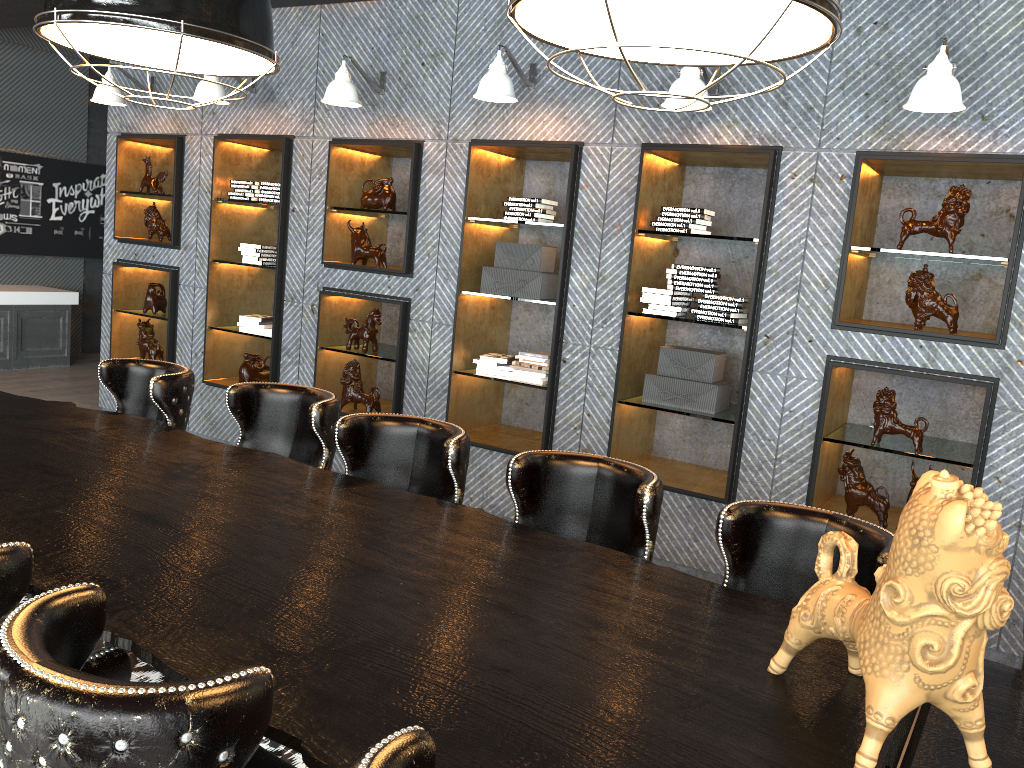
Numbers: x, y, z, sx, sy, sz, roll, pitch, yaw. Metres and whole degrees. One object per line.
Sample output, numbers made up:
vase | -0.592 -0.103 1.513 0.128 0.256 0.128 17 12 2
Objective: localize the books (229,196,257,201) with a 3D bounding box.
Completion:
books | -1.911 -1.350 6.489 0.246 0.028 0.193 11 10 34

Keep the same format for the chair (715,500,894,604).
chair | 0.692 0.908 2.349 0.504 1.091 0.568 12 10 38

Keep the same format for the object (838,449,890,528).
object | 1.740 0.517 4.384 0.267 0.359 0.168 9 9 23

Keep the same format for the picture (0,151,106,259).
picture | -6.479 -1.859 8.325 0.200 1.101 12.473 10 10 30

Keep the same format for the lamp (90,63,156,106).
lamp | -2.835 -2.191 6.521 0.490 0.287 0.244 -3 11 -43

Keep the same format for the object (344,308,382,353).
object | -1.010 -0.371 5.943 0.317 0.306 0.143 9 9 25

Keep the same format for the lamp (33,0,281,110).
lamp | -0.853 -1.899 2.268 0.621 2.299 0.622 3 8 -15

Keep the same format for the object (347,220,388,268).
object | -0.946 -0.913 5.836 0.325 0.309 0.154 11 10 35

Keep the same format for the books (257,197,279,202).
books | -1.664 -1.305 6.347 0.245 0.028 0.194 7 9 9

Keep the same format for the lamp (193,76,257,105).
lamp | -1.909 -2.032 5.979 0.490 0.287 0.244 -3 11 -43

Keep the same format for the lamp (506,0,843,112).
lamp | 0.394 -1.671 1.541 0.621 2.299 0.622 3 8 -15

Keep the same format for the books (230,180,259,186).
books | -1.900 -1.461 6.473 0.246 0.028 0.194 10 10 27

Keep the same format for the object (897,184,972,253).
object | 1.969 -0.777 4.144 0.292 0.325 0.152 10 9 28

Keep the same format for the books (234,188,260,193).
books | -1.885 -1.409 6.515 0.246 0.028 0.193 12 11 37

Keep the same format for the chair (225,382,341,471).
chair | -0.995 0.572 3.516 0.504 1.091 0.568 10 9 27

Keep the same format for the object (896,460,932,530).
object | 1.977 0.552 4.282 0.198 0.358 0.116 1 9 -30

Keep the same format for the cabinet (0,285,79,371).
cabinet | -4.991 0.090 5.127 6.316 0.825 8.425 10 10 30

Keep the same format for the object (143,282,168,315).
object | -2.829 -0.686 7.062 0.126 0.249 0.253 6 8 5

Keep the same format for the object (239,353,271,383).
object | -1.883 -0.111 6.611 0.314 0.251 0.157 -3 11 -44

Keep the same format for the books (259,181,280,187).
books | -1.653 -1.416 6.332 0.245 0.028 0.194 6 8 2

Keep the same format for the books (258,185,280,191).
books | -1.657 -1.388 6.336 0.245 0.028 0.194 7 9 10

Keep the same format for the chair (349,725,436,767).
chair | 0.015 1.022 1.156 0.504 1.091 0.568 11 10 34

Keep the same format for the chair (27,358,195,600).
chair | -1.683 0.464 3.797 0.504 1.091 0.568 12 10 38

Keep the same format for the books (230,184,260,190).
books | -1.903 -1.433 6.477 0.246 0.028 0.193 11 10 35

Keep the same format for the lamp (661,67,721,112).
lamp | 0.940 -1.475 4.320 0.490 0.287 0.244 -3 11 -43

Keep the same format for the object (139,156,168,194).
object | -2.756 -1.615 6.840 0.290 0.290 0.097 10 9 28

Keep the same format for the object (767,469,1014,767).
object | 0.696 0.383 1.627 0.249 0.544 0.475 4 8 -7

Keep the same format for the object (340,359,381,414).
object | -1.012 0.039 5.939 0.338 0.387 0.177 12 10 37

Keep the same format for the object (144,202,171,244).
object | -2.753 -1.249 6.911 0.236 0.329 0.155 11 10 35

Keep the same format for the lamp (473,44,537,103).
lamp | 0.013 -1.688 4.858 0.490 0.287 0.244 -3 11 -43

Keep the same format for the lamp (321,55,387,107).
lamp | -0.926 -1.835 5.407 0.490 0.287 0.244 -3 11 -43

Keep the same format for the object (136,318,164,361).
object | -2.871 -0.331 7.059 0.269 0.361 0.170 9 9 23

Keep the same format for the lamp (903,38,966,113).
lamp | 1.869 -1.303 3.778 0.490 0.287 0.244 -3 11 -43

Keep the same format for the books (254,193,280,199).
books | -1.683 -1.334 6.336 0.245 0.028 0.194 8 9 17

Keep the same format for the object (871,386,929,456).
object | 1.847 0.172 4.226 0.257 0.294 0.135 12 10 37

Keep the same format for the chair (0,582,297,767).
chair | -0.587 0.910 1.519 0.504 1.091 0.568 11 10 33

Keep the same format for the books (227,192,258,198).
books | -1.931 -1.380 6.487 0.246 0.028 0.193 13 11 42

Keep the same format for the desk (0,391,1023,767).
desk | 0.614 1.106 1.606 7.600 0.926 1.434 10 10 30

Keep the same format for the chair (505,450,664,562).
chair | 0.144 0.796 2.743 0.504 1.091 0.568 9 9 25

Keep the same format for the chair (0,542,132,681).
chair | -1.173 0.797 1.895 0.504 1.091 0.568 9 9 26

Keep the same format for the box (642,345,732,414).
box | 0.962 -0.031 4.900 0.420 0.315 0.323 10 9 30

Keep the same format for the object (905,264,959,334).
object | 1.979 -0.389 4.165 0.242 0.337 0.159 11 10 35

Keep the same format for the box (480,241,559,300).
box | 0.048 -0.691 5.378 0.420 0.315 0.298 10 9 30

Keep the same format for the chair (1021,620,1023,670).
chair | 1.331 1.028 1.952 0.504 1.091 0.568 10 9 31

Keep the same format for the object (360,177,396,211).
object | -0.873 -1.240 5.782 0.278 0.222 0.139 10 9 29

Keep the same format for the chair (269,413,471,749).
chair | -0.458 0.686 3.094 0.504 1.091 0.569 8 9 20
